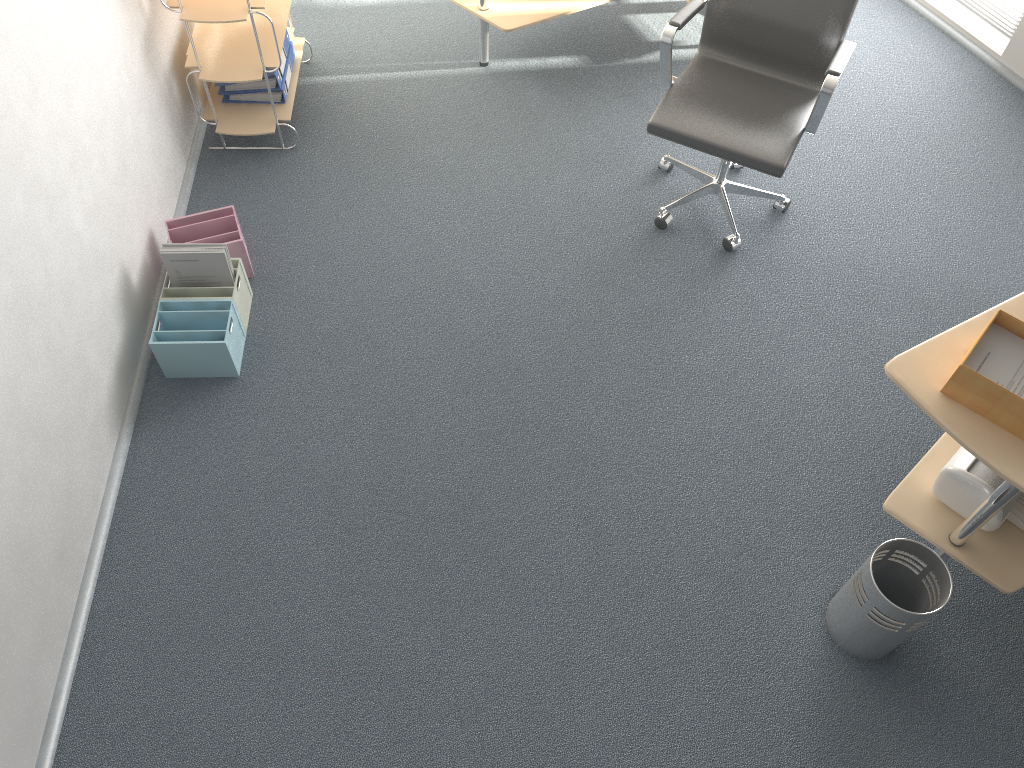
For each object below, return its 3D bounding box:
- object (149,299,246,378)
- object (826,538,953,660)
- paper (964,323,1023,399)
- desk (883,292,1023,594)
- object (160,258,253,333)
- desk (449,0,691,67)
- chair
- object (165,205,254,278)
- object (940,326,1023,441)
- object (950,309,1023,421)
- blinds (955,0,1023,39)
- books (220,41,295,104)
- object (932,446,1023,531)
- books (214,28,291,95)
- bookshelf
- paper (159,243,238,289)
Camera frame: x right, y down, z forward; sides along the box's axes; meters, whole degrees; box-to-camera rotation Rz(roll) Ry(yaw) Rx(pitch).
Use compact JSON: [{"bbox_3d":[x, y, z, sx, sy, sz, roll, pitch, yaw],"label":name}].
[{"bbox_3d":[-1.055,-0.150,3.003,0.245,0.202,0.185,-1,56,-2],"label":"object"},{"bbox_3d":[1.025,0.600,2.442,0.208,0.377,0.208,13,56,7],"label":"object"},{"bbox_3d":[1.239,-0.006,2.109,0.297,0.010,0.210,35,62,20],"label":"paper"},{"bbox_3d":[1.799,-0.011,2.152,1.469,1.566,0.967,-24,60,-17],"label":"desk"},{"bbox_3d":[-1.062,-0.303,3.107,0.245,0.202,0.185,-1,56,-2],"label":"object"},{"bbox_3d":[0.453,-2.050,3.508,1.469,1.566,0.967,-24,60,-17],"label":"desk"},{"bbox_3d":[0.826,-1.031,3.135,0.584,1.048,0.652,23,58,14],"label":"chair"},{"bbox_3d":[-1.098,-0.489,3.233,0.245,0.202,0.185,-16,58,-12],"label":"object"},{"bbox_3d":[1.238,0.016,2.142,0.309,0.060,0.225,35,62,20],"label":"object"},{"bbox_3d":[1.239,-0.016,2.095,0.309,0.060,0.225,35,62,20],"label":"object"},{"bbox_3d":[1.863,-3.065,3.402,0.037,2.749,1.950,-24,60,-17],"label":"blinds"},{"bbox_3d":[-1.057,-1.302,3.693,0.262,0.072,0.320,0,56,-1],"label":"books"},{"bbox_3d":[1.452,0.239,2.479,0.438,0.162,0.351,-39,65,-24],"label":"object"},{"bbox_3d":[-1.066,-1.333,3.647,0.263,0.100,0.320,0,56,-1],"label":"books"},{"bbox_3d":[-1.057,-1.656,3.197,0.381,1.572,0.724,0,56,-2],"label":"bookshelf"},{"bbox_3d":[-1.061,-0.355,3.057,0.220,0.306,0.068,-1,56,-2],"label":"paper"}]
